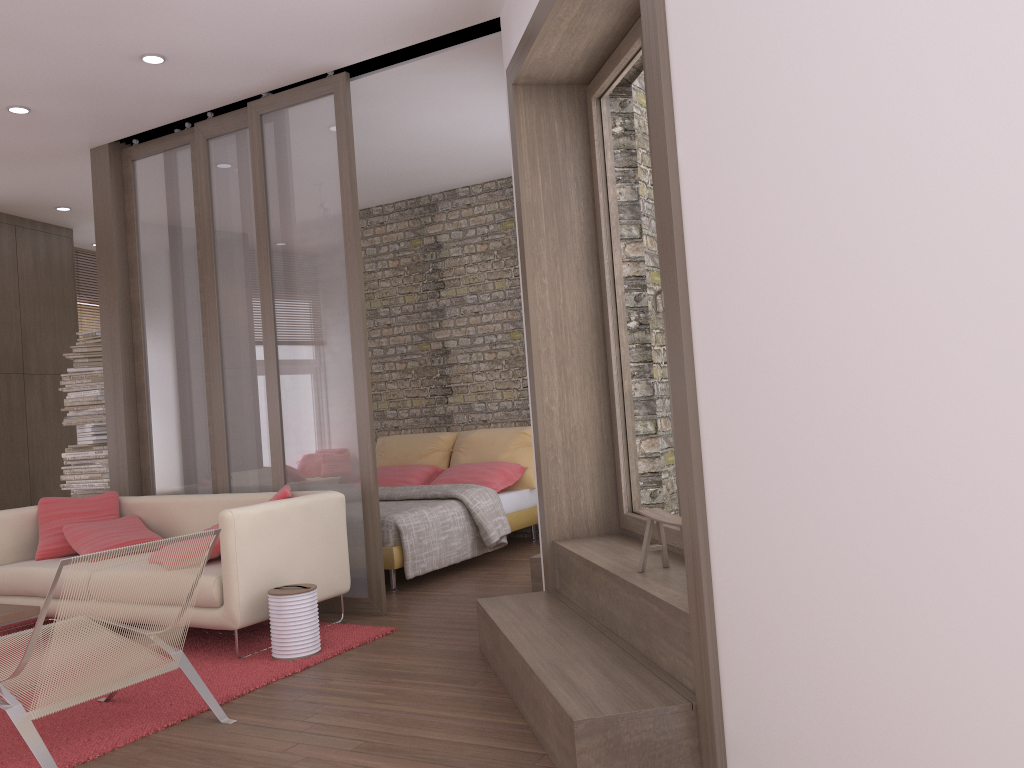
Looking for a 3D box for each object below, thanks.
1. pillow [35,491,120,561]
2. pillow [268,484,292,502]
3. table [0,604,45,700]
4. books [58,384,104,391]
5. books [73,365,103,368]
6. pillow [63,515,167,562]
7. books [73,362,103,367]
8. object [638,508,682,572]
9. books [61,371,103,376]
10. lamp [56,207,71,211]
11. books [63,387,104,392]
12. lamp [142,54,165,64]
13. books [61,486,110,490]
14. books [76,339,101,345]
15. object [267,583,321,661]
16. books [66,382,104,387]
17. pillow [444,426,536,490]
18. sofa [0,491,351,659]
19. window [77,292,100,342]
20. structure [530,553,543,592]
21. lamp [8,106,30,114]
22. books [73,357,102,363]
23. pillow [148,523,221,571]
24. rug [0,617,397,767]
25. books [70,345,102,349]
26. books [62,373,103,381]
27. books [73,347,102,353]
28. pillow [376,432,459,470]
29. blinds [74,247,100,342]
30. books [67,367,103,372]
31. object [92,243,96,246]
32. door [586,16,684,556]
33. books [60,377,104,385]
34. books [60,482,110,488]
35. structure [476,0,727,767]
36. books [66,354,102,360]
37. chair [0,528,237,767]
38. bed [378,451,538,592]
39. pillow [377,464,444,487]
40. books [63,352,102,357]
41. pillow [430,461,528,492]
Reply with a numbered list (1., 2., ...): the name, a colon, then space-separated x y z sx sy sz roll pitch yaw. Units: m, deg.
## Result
1. pillow: -2.764 0.900 5.662 0.498 0.377 0.379 -3 -2 -26
2. pillow: -1.412 0.777 4.970 0.379 0.377 0.498 -4 -2 -11
3. table: -2.767 1.265 3.974 0.850 0.378 0.850 -5 -2 29
4. books: -3.488 0.030 7.431 0.470 0.022 0.306 -5 -2 9
5. books: -3.441 -0.141 7.420 0.351 0.010 0.284 -4 -2 -11
6. pillow: -2.465 0.955 5.495 0.467 0.224 0.507 -6 -2 41
7. books: -3.458 -0.162 7.455 0.371 0.036 0.211 -4 -2 -11
8. object: 0.644 0.586 3.214 0.136 0.233 0.499 -3 -2 -26
9. books: -3.502 -0.082 7.430 0.392 0.015 0.306 -5 -2 9
10. lamp: -4.007 -1.565 7.922 0.119 0.010 0.119 -5 -2 9
11. books: -3.455 0.045 7.400 0.416 0.012 0.324 -5 -2 9
12. lamp: -1.998 -1.809 4.939 0.119 0.010 0.119 -3 -2 -42
13. books: -3.372 0.843 7.355 0.542 0.016 0.423 -5 -2 29
14. books: -3.466 -0.349 7.444 0.327 0.023 0.198 -5 -2 29
15. object: -1.076 1.171 4.389 0.239 0.341 0.239 -3 -2 -29
16. books: -3.437 0.004 7.429 0.434 0.019 0.324 -5 -2 9
17. pillow: -0.178 0.672 7.850 1.021 0.557 0.366 -5 -2 29
18. sofa: -2.100 1.071 5.222 2.204 0.751 0.919 -5 -2 29
19. window: -4.657 0.130 9.534 0.160 2.229 1.407 -5 -2 16
20. structure: 0.803 -0.183 6.013 0.808 2.881 2.039 -5 -2 29
21. lamp: -3.077 -1.710 5.533 0.119 0.010 0.119 -6 -2 43
22. books: -3.461 -0.199 7.456 0.371 0.036 0.211 -4 -2 -11
23. pillow: -1.715 0.880 4.888 0.467 0.224 0.507 -3 -2 -34
24. rug: -2.703 1.457 4.036 2.938 0.016 3.344 -5 -2 29
25. books: -3.460 -0.307 7.423 0.366 0.012 0.287 -4 -2 -11
26. books: -3.483 -0.057 7.445 0.416 0.035 0.323 -5 -2 9
27. books: -3.451 -0.281 7.429 0.351 0.036 0.275 -4 -2 -11
28. pillow: -0.955 0.735 8.289 1.019 0.527 0.355 -5 -2 29
29. blinds: -4.646 -0.903 9.542 0.042 1.138 1.373 -5 -2 16
30. books: -3.467 -0.121 7.423 0.404 0.026 0.266 -4 -2 -11
31. object: -4.416 -1.486 9.467 0.119 0.010 0.119 -3 -2 -36
32. door: 0.651 -0.426 3.599 0.142 2.275 1.800 -4 -2 -12
33. books: -3.501 -0.020 7.427 0.401 0.035 0.315 -5 -2 9
34. books: -3.399 0.823 7.407 0.612 0.028 0.399 -5 -2 29
35. structure: 0.325 -0.226 3.524 0.845 2.881 2.039 -4 -2 -11
36. books: -3.479 -0.228 7.429 0.412 0.019 0.259 -4 -2 -11
37. chair: -1.647 0.981 3.376 0.853 0.762 0.739 -5 -2 29
38. bed: -0.984 0.999 7.188 2.219 0.861 2.360 -5 -2 29
39. pillow: -1.078 0.869 7.938 0.831 0.264 0.538 -5 -2 29
40. books: -3.493 -0.248 7.433 0.435 0.019 0.248 -4 -2 -11
41. pillow: -0.343 0.807 7.534 0.834 0.261 0.540 -5 -2 29
